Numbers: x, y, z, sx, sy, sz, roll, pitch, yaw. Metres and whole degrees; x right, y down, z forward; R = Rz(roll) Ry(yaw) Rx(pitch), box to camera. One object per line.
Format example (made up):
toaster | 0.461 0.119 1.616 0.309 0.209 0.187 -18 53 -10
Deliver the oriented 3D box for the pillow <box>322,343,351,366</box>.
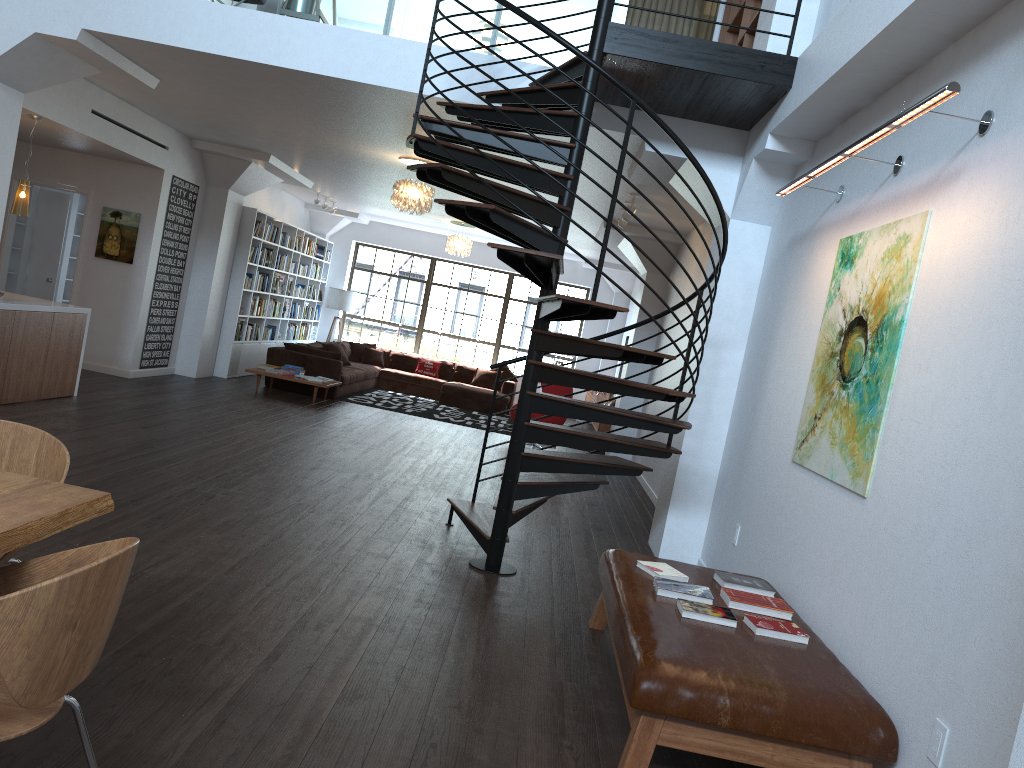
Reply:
pillow | -2.880 -0.478 14.507 0.325 0.391 0.625 12 4 18

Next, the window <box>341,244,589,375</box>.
window | -0.958 -1.377 17.497 4.648 1.905 0.114 11 3 1

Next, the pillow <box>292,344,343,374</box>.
pillow | -2.804 -0.340 12.813 0.750 0.364 0.289 11 3 1

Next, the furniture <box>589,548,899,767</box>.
furniture | 0.852 1.189 3.840 0.907 0.453 1.819 11 3 1

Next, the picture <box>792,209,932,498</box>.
picture | 1.599 -0.148 4.170 0.010 1.200 1.095 11 3 1

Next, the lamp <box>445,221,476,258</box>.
lamp | -0.843 -2.338 14.410 0.441 0.539 0.442 15 5 44

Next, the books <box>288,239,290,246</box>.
books | -3.641 -2.286 14.229 0.127 0.200 0.020 11 3 1

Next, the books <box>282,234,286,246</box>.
books | -3.646 -2.270 13.933 0.146 0.202 0.027 11 3 1

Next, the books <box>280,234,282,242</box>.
books | -3.652 -2.249 13.763 0.128 0.178 0.021 11 3 1

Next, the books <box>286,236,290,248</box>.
books | -3.640 -2.277 14.155 0.139 0.191 0.036 11 3 1

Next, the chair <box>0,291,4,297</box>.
chair | -3.927 -0.200 6.228 0.481 1.014 0.530 12 3 4

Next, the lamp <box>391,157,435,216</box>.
lamp | -1.031 -2.070 9.360 0.441 0.539 0.442 15 5 44

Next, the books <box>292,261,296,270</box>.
books | -3.692 -1.951 14.786 0.146 0.202 0.027 11 3 1

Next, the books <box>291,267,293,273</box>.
books | -3.692 -1.927 14.671 0.122 0.169 0.023 11 3 1

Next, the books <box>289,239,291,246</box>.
books | -3.636 -2.276 14.272 0.128 0.178 0.021 11 3 1

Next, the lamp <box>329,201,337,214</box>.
lamp | -3.036 -2.990 15.053 0.120 0.211 0.111 10 4 -24

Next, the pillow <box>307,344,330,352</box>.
pillow | -2.823 -0.403 13.077 0.269 0.411 0.559 8 5 -42

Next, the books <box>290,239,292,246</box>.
books | -3.631 -2.276 14.343 0.109 0.171 0.018 11 3 1

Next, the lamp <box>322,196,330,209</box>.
lamp | -3.056 -2.963 14.535 0.120 0.211 0.111 9 4 -39

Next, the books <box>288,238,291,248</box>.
books | -3.635 -2.275 14.251 0.128 0.178 0.022 11 3 1

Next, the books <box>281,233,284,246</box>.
books | -3.645 -2.265 13.851 0.146 0.202 0.027 11 3 1

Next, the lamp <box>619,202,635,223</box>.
lamp | 1.204 -1.791 9.245 0.120 0.211 0.111 9 4 -39

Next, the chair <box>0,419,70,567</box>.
chair | -1.730 0.550 2.674 0.629 0.833 0.618 11 3 -4

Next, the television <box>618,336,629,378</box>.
television | 1.850 -0.380 14.435 0.013 0.816 1.324 11 3 1

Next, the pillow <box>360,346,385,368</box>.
pillow | -2.517 -0.494 16.017 0.489 0.337 0.238 9 4 -29

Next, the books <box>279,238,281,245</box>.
books | -3.653 -2.245 13.736 0.126 0.173 0.032 11 3 1

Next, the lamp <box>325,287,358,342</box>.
lamp | -3.375 -1.027 16.994 0.545 1.579 0.545 11 3 -9

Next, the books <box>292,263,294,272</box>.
books | -3.691 -1.930 14.699 0.126 0.173 0.032 11 3 1

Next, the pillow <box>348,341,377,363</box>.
pillow | -2.697 -0.555 16.118 0.580 0.418 0.334 10 4 -25

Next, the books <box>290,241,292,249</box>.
books | -3.627 -2.267 14.362 0.110 0.153 0.019 11 3 1

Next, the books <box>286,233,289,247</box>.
books | -3.642 -2.295 14.114 0.140 0.231 0.042 11 3 1

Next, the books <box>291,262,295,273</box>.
books | -3.689 -1.935 14.725 0.128 0.178 0.021 11 3 1

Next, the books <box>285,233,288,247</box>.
books | -3.648 -2.291 14.066 0.158 0.226 0.052 11 3 1

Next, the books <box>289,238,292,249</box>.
books | -3.640 -2.280 14.324 0.128 0.178 0.022 11 3 1

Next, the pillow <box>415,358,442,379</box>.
pillow | -1.525 -0.287 16.133 0.465 0.308 0.220 11 3 -2

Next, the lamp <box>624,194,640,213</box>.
lamp | 1.184 -1.764 8.727 0.120 0.211 0.111 10 4 -24

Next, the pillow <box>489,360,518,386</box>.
pillow | -0.237 -0.150 16.138 0.651 0.587 0.335 10 4 -20

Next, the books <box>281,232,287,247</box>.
books | -3.644 -2.290 14.017 0.140 0.231 0.042 11 3 1

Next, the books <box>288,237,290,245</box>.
books | -3.641 -2.282 14.196 0.136 0.196 0.045 11 3 1

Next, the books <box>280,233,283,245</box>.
books | -3.652 -2.257 13.792 0.139 0.191 0.036 11 3 1

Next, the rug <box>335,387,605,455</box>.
rug | -0.469 0.537 14.017 4.200 0.007 3.100 11 3 3

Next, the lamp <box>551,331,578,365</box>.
lamp | 0.848 -0.170 16.778 0.545 1.579 0.545 12 3 12

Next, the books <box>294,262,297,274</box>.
books | -3.683 -1.951 14.813 0.146 0.202 0.027 11 3 1

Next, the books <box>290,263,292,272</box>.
books | -3.693 -1.921 14.598 0.120 0.167 0.020 11 3 1

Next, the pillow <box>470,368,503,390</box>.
pillow | -0.461 -0.101 15.983 0.542 0.362 0.248 13 4 22

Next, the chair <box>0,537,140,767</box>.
chair | -1.189 0.703 1.903 0.617 0.830 0.629 11 3 1

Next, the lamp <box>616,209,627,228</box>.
lamp | 1.223 -1.818 9.750 0.111 0.211 0.120 14 4 36

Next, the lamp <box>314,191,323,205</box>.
lamp | -3.075 -2.936 14.030 0.111 0.211 0.120 14 4 36

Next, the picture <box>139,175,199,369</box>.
picture | -4.282 -1.366 11.124 0.021 2.380 0.800 11 3 2

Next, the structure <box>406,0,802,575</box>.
structure | 0.307 -1.002 5.337 1.998 4.352 1.998 9 4 -38

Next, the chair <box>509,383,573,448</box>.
chair | 0.394 0.325 11.948 0.801 1.006 0.798 13 4 27

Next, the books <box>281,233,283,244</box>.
books | -3.655 -2.265 13.824 0.146 0.202 0.027 11 3 1

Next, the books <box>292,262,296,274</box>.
books | -3.689 -1.943 14.754 0.139 0.191 0.036 11 3 1

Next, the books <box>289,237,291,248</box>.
books | -3.642 -2.282 14.298 0.134 0.184 0.030 11 3 1

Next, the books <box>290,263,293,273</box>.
books | -3.686 -1.920 14.624 0.106 0.162 0.032 11 3 1

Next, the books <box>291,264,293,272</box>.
books | -3.684 -1.923 14.649 0.107 0.167 0.017 11 3 1

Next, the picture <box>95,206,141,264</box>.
picture | -4.651 -1.753 10.465 0.450 0.600 0.030 11 3 1

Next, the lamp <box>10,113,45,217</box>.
lamp | -4.368 -1.968 7.994 0.149 0.900 0.149 8 5 -43
